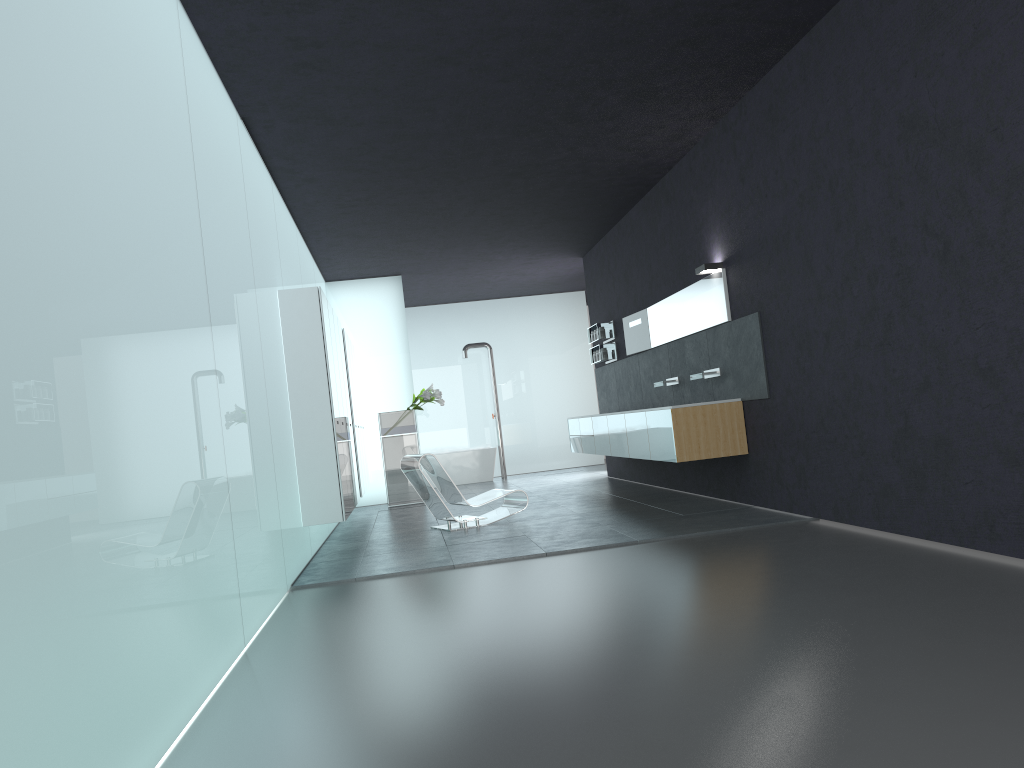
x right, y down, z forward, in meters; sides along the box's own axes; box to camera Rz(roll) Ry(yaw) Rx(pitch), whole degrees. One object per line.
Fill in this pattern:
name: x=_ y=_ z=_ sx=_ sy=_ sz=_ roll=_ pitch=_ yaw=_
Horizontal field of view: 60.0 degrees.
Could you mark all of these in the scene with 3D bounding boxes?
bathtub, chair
bathtub: x=-1.307 y=1.622 z=17.979 sx=1.977 sy=0.858 sz=0.961 roll=-6 pitch=-2 yaw=-7
chair: x=-0.538 y=1.168 z=10.065 sx=1.260 sy=0.870 sz=0.630 roll=-5 pitch=-2 yaw=-26

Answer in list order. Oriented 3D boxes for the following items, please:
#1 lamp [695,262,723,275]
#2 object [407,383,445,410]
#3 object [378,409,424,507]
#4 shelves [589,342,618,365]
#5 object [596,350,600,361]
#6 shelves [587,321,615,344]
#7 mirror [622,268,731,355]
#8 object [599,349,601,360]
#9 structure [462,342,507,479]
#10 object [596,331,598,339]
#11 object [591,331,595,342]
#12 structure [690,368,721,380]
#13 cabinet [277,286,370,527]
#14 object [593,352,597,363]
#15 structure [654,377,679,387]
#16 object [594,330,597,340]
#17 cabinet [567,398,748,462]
lamp: x=2.015 y=-1.180 z=9.065 sx=0.198 sy=0.066 sz=0.277 roll=-6 pitch=-3 yaw=-7
object: x=-1.573 y=0.383 z=14.169 sx=1.023 sy=0.779 sz=0.975 roll=-6 pitch=-2 yaw=-15
object: x=-1.778 y=1.185 z=14.267 sx=0.584 sy=1.490 sz=0.575 roll=-6 pitch=-1 yaw=-7
shelves: x=1.437 y=-0.473 z=13.968 sx=0.265 sy=0.285 sz=0.770 roll=-6 pitch=-2 yaw=-7
object: x=1.383 y=-0.441 z=14.027 sx=0.096 sy=0.184 sz=0.068 roll=-7 pitch=-1 yaw=2
shelves: x=1.400 y=-0.798 z=13.975 sx=0.265 sy=0.285 sz=0.770 roll=-6 pitch=-2 yaw=-7
mirror: x=1.916 y=-0.785 z=10.727 sx=0.109 sy=0.532 sz=3.726 roll=-6 pitch=-3 yaw=-9
object: x=1.406 y=-0.452 z=13.840 sx=0.096 sy=0.184 sz=0.068 roll=-6 pitch=-1 yaw=-9
structure: x=-0.566 y=0.584 z=18.105 sx=0.642 sy=2.870 sz=0.123 roll=-6 pitch=-1 yaw=-7
object: x=1.369 y=-0.778 z=13.848 sx=0.096 sy=0.184 sz=0.068 roll=-6 pitch=-1 yaw=-9
object: x=1.320 y=-0.754 z=14.247 sx=0.096 sy=0.184 sz=0.068 roll=-6 pitch=-2 yaw=-16
structure: x=2.062 y=-0.104 z=9.510 sx=0.186 sy=0.088 sz=0.482 roll=-6 pitch=-3 yaw=-7
cabinet: x=-2.231 y=0.377 z=11.245 sx=0.398 sy=2.214 sz=6.010 roll=-6 pitch=-2 yaw=-7
object: x=1.357 y=-0.429 z=14.240 sx=0.096 sy=0.184 sz=0.068 roll=-6 pitch=-2 yaw=-16
structure: x=1.892 y=-0.022 z=10.918 sx=0.186 sy=0.088 sz=0.482 roll=-6 pitch=-3 yaw=-7
object: x=1.346 y=-0.767 z=14.034 sx=0.096 sy=0.184 sz=0.068 roll=-7 pitch=-1 yaw=2
cabinet: x=1.615 y=0.618 z=11.524 sx=0.734 sy=0.556 sz=5.588 roll=-6 pitch=-3 yaw=-7
